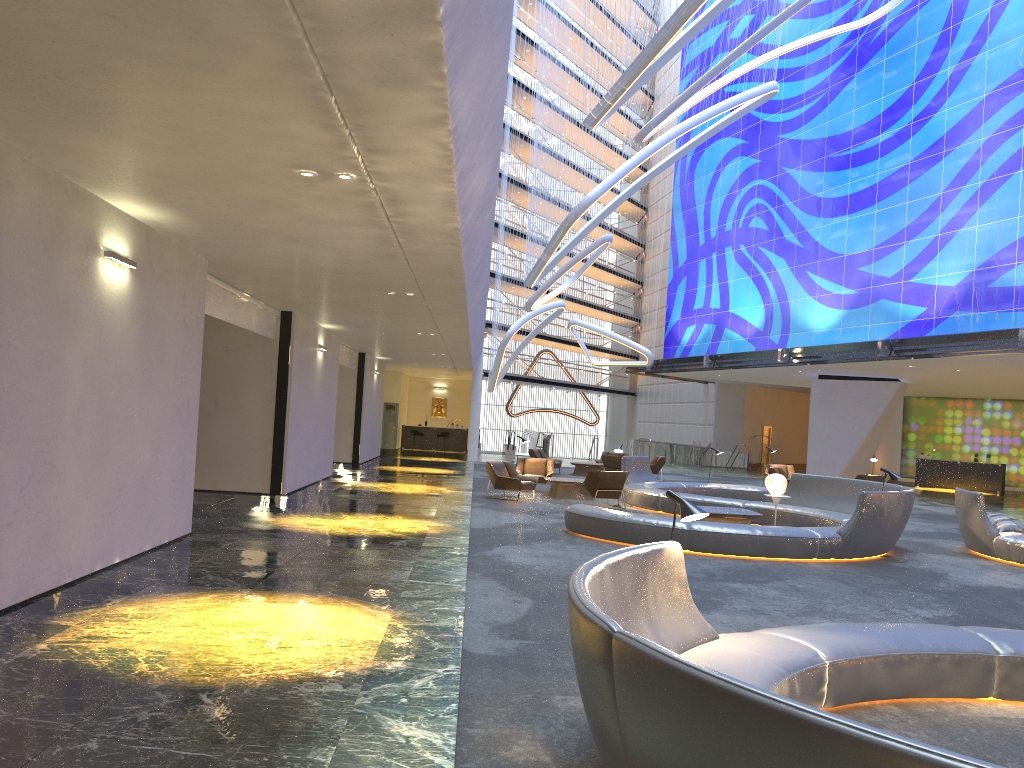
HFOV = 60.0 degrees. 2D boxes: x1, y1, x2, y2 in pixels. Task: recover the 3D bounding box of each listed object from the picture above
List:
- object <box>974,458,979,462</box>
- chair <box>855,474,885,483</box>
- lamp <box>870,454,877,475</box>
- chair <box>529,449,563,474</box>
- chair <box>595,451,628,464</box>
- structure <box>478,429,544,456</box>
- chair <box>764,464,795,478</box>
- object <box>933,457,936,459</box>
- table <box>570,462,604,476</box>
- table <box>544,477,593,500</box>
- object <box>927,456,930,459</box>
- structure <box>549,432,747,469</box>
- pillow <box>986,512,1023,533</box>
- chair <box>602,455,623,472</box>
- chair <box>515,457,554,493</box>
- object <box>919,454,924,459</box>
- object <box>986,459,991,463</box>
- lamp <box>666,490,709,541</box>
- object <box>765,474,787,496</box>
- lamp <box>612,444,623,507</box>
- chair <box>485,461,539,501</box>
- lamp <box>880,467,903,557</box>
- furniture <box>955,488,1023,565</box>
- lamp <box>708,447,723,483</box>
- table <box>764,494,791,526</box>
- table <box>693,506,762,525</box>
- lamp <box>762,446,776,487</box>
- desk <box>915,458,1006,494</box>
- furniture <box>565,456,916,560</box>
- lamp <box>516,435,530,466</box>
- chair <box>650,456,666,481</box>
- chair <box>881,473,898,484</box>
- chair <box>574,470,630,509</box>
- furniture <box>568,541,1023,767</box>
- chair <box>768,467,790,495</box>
[{"bbox_3d":[17.485,2.871,33.393,0.150,0.145,0.150,3,-1,31],"label":"object"},{"bbox_3d":[9.464,2.805,23.881,0.930,0.766,0.938,4,-1,-19],"label":"chair"},{"bbox_3d":[9.814,2.566,24.123,0.202,1.300,0.384,3,0,14],"label":"lamp"},{"bbox_3d":[1.045,2.456,27.995,0.938,0.766,0.930,3,-2,22],"label":"chair"},{"bbox_3d":[3.344,2.657,29.629,0.929,0.766,0.940,3,-2,25],"label":"chair"},{"bbox_3d":[-0.640,6.627,50.166,3.017,8.236,19.839,3,-2,-2],"label":"structure"},{"bbox_3d":[8.157,2.845,26.967,0.929,0.766,0.939,3,-1,4],"label":"chair"},{"bbox_3d":[16.308,2.868,34.220,0.072,0.070,0.073,3,-1,32],"label":"object"},{"bbox_3d":[2.475,2.736,28.345,1.202,0.392,1.204,3,-2,16],"label":"table"},{"bbox_3d":[1.307,2.337,19.786,1.203,0.392,1.204,4,-2,-3],"label":"table"},{"bbox_3d":[16.142,2.844,34.329,0.107,0.108,0.111,3,-1,32],"label":"object"},{"bbox_3d":[5.758,7.073,50.858,9.305,8.396,19.743,4,-2,-2],"label":"structure"},{"bbox_3d":[7.462,2.114,13.617,0.692,0.262,0.878,3,-2,6],"label":"pillow"},{"bbox_3d":[3.211,2.536,26.682,0.940,0.766,0.929,5,-2,-40],"label":"chair"},{"bbox_3d":[0.530,2.158,21.045,0.929,0.766,0.939,3,-1,4],"label":"chair"},{"bbox_3d":[15.936,2.817,34.462,0.149,0.149,0.149,3,-1,32],"label":"object"},{"bbox_3d":[17.839,2.884,33.191,0.150,0.145,0.150,3,-1,31],"label":"object"},{"bbox_3d":[1.033,1.324,5.562,0.202,1.300,0.384,4,0,-43],"label":"lamp"},{"bbox_3d":[4.643,1.771,15.598,0.367,0.387,0.318,3,-1,5],"label":"object"},{"bbox_3d":[2.186,1.879,18.201,0.202,1.300,0.384,3,0,14],"label":"lamp"},{"bbox_3d":[-0.027,2.029,18.571,0.938,0.766,0.930,3,-2,31],"label":"chair"},{"bbox_3d":[5.484,1.877,12.968,0.384,1.300,0.202,3,0,15],"label":"lamp"},{"bbox_3d":[10.045,2.215,11.093,5.187,0.969,9.929,4,-2,-10],"label":"furniture"},{"bbox_3d":[4.826,2.153,21.192,0.384,1.300,0.202,3,0,15],"label":"lamp"},{"bbox_3d":[4.654,2.265,15.627,0.418,0.595,0.428,3,-1,-3],"label":"table"},{"bbox_3d":[3.413,2.262,14.537,1.203,0.392,1.204,4,-2,-2],"label":"table"},{"bbox_3d":[7.832,2.558,27.011,0.384,1.300,0.202,3,0,15],"label":"lamp"},{"bbox_3d":[17.132,3.491,33.910,2.975,1.097,0.814,2,-2,36],"label":"desk"},{"bbox_3d":[4.242,2.076,16.552,5.183,0.969,9.938,3,-2,15],"label":"furniture"},{"bbox_3d":[0.205,1.870,21.089,0.384,1.300,0.202,3,0,15],"label":"lamp"},{"bbox_3d":[4.380,2.667,28.259,0.938,0.766,0.930,3,-1,0],"label":"chair"},{"bbox_3d":[10.433,2.918,25.299,0.938,0.766,0.930,3,-1,6],"label":"chair"},{"bbox_3d":[1.837,2.118,17.959,0.930,0.766,0.938,4,-1,-19],"label":"chair"},{"bbox_3d":[3.025,1.422,1.458,5.186,0.969,9.931,4,-2,-6],"label":"furniture"},{"bbox_3d":[7.600,2.716,24.493,0.938,0.766,0.930,3,-2,31],"label":"chair"}]
